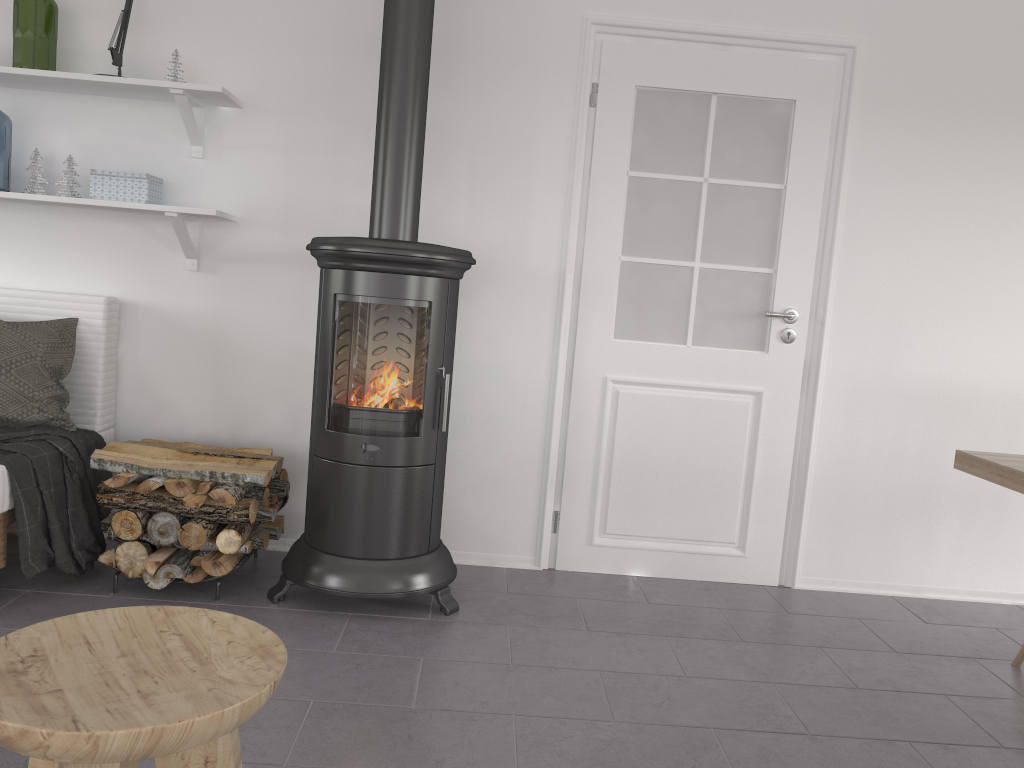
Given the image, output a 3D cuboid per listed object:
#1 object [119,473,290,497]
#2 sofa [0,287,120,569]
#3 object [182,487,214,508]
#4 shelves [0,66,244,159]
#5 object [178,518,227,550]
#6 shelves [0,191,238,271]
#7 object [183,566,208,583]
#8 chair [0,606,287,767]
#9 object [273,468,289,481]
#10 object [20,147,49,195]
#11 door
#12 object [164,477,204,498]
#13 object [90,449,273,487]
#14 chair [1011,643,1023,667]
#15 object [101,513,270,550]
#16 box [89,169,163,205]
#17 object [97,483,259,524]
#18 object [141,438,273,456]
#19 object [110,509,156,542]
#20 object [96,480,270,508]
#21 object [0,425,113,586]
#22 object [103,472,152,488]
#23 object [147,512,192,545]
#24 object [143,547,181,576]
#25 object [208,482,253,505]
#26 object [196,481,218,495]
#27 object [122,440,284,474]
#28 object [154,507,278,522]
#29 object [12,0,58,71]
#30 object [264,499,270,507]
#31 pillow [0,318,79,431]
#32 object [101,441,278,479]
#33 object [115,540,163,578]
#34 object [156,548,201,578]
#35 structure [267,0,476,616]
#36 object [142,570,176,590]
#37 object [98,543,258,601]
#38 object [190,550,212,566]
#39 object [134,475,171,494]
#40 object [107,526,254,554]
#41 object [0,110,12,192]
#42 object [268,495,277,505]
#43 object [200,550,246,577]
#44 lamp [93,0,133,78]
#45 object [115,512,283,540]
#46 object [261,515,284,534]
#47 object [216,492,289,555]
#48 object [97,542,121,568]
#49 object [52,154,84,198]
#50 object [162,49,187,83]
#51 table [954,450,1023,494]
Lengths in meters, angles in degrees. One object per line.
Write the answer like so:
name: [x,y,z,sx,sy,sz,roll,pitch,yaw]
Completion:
object: [-1.056,0.331,3.059,0.562,0.057,0.097,5,6,-2]
sofa: [-2.458,0.198,1.901,2.017,0.932,2.855,5,6,-2]
object: [-0.995,0.330,2.970,0.059,0.048,0.529,5,6,-2]
shelves: [-1.891,-0.980,3.090,1.820,0.212,0.269,5,6,-2]
object: [-1.009,0.449,3.026,0.102,0.102,0.561,4,6,-3]
shelves: [-1.925,-0.573,3.130,1.820,0.212,0.269,5,6,-2]
object: [-1.006,0.583,3.058,0.096,0.067,0.467,5,6,-2]
chair: [-0.566,0.633,1.304,0.431,0.479,0.431,4,6,-5]
object: [-1.056,0.333,3.178,0.483,0.097,0.123,5,6,0]
object: [-1.697,-0.754,3.160,0.103,0.178,0.097,0,7,-39]
door: [0.677,-0.232,3.367,0.902,2.013,0.101,5,6,-2]
object: [-1.049,0.302,2.999,0.096,0.068,0.467,5,6,-2]
object: [-1.063,0.269,2.844,0.571,0.079,0.115,5,6,-1]
chair: [1.876,0.500,2.544,0.506,0.902,0.519,5,6,3]
object: [-1.094,0.501,2.977,0.539,0.070,0.101,5,6,-1]
box: [-1.364,-0.689,3.143,0.202,0.110,0.137,5,6,-2]
object: [-1.061,0.380,2.827,0.480,0.104,0.126,5,6,0]
object: [-1.077,0.243,3.139,0.467,0.063,0.095,5,6,-2]
object: [-1.225,0.421,3.042,0.103,0.107,0.516,4,6,-3]
object: [-1.088,0.362,2.952,0.538,0.082,0.099,5,6,-2]
object: [-2.072,0.339,2.838,1.449,0.508,0.716,4,6,-12]
object: [-1.222,0.287,2.988,0.098,0.061,0.467,5,6,-1]
object: [-1.110,0.431,3.022,0.110,0.109,0.463,4,6,-4]
object: [-1.121,0.543,3.022,0.057,0.050,0.561,5,6,-2]
object: [-0.907,0.315,3.001,0.098,0.088,0.466,5,6,-1]
object: [-0.976,0.310,2.989,0.044,0.034,0.425,4,6,-3]
object: [-1.066,0.251,3.055,0.541,0.070,0.101,5,6,-1]
object: [-1.064,0.403,2.927,0.562,0.063,0.095,5,6,-1]
object: [-1.644,-1.273,3.061,0.136,0.415,0.136,8,7,31]
object: [-1.067,0.386,3.012,0.467,0.067,0.098,5,6,-1]
pillow: [-1.734,-0.040,2.965,0.519,0.395,0.334,2,6,-24]
object: [-1.072,0.257,2.951,0.562,0.074,0.095,5,6,-1]
object: [-1.193,0.540,3.056,0.118,0.142,0.520,5,6,2]
object: [-1.062,0.545,3.024,0.097,0.056,0.562,5,6,-2]
structure: [-0.320,-1.717,2.821,0.643,4.887,0.626,2,6,-26]
object: [-1.106,0.583,3.038,0.095,0.063,0.562,5,6,-1]
object: [-1.104,0.597,3.060,0.456,0.118,0.478,5,6,-2]
object: [-1.004,0.540,3.023,0.046,0.033,0.425,5,6,-2]
object: [-1.139,0.295,2.997,0.098,0.060,0.467,5,6,1]
object: [-1.083,0.507,2.893,0.468,0.069,0.095,5,6,-2]
object: [-1.819,-0.836,3.083,0.137,0.335,0.137,3,6,-13]
object: [-1.093,0.366,3.081,0.539,0.070,0.101,5,6,-1]
object: [-0.944,0.563,3.028,0.096,0.060,0.467,5,6,-2]
lamp: [-1.388,-1.384,2.961,0.196,0.703,0.439,7,6,18]
object: [-1.087,0.489,3.080,0.562,0.063,0.095,5,6,-1]
object: [-1.096,0.480,3.187,0.569,0.078,0.115,5,6,-1]
object: [-0.894,0.450,3.034,0.118,0.142,0.520,5,6,2]
object: [-1.285,0.521,3.068,0.052,0.056,0.561,5,6,-2]
object: [-1.566,-0.732,3.133,0.088,0.161,0.093,5,6,7]
object: [-1.177,-1.100,3.101,0.073,0.142,0.072,8,7,31]
table: [2.257,0.679,1.833,2.300,0.749,1.001,5,6,-2]
